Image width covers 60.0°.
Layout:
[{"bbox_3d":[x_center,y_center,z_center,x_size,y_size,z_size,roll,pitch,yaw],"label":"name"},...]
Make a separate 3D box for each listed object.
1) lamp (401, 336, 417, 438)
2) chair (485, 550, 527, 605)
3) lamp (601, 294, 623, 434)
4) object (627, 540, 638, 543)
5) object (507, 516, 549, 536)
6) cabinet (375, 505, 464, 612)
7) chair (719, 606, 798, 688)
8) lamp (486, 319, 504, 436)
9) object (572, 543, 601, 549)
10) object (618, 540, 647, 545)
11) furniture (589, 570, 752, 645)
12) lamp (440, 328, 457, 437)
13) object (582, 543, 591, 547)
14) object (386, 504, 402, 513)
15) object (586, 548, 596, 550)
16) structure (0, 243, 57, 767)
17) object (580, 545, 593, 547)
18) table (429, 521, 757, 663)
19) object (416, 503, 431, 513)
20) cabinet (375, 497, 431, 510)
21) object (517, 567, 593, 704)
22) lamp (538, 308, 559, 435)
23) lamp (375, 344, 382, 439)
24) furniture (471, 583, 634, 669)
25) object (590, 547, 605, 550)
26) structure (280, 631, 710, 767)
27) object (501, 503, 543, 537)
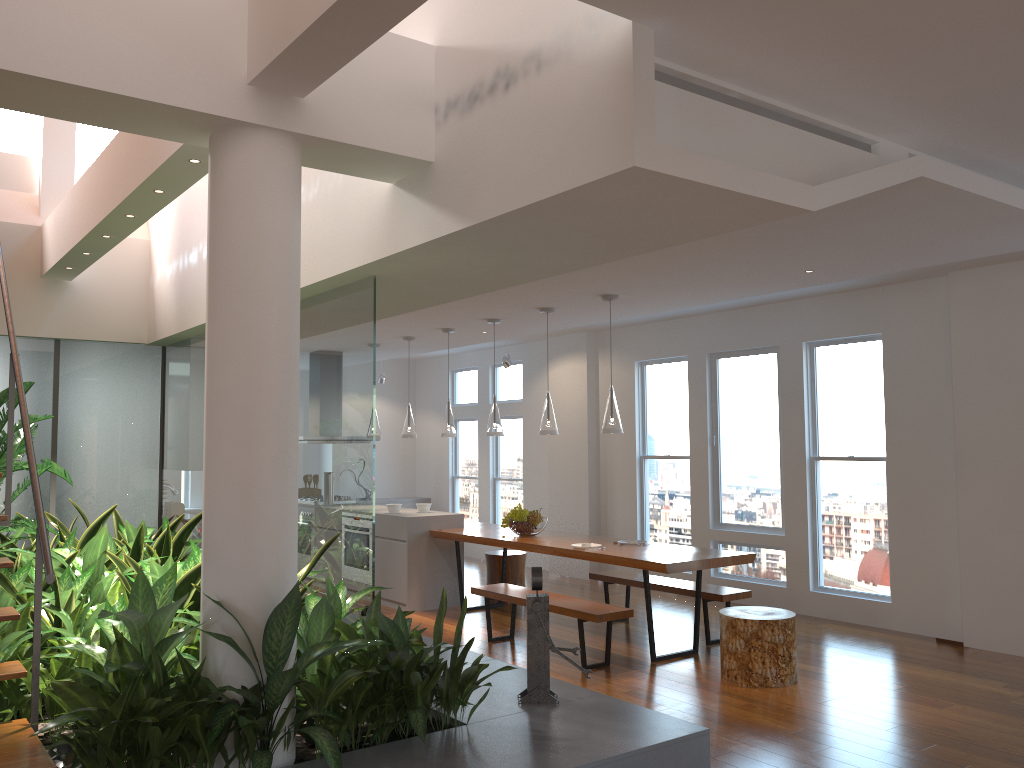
[{"bbox_3d":[-1.007,-0.002,8.678,0.160,1.060,0.160,0,-4,-9],"label":"lamp"},{"bbox_3d":[-0.058,1.817,8.346,0.402,0.455,0.396,-4,-6,43],"label":"chair"},{"bbox_3d":[0.711,-0.177,6.358,0.160,1.060,0.160,0,-4,-9],"label":"lamp"},{"bbox_3d":[0.915,1.200,6.731,0.079,0.030,0.070,-1,-4,7],"label":"object"},{"bbox_3d":[0.127,1.196,7.422,0.360,0.159,0.360,-2,-4,17],"label":"object"},{"bbox_3d":[-1.552,1.690,9.149,0.597,0.832,2.936,3,-5,-36],"label":"cabinet"},{"bbox_3d":[1.533,1.629,5.530,0.460,0.400,0.460,2,-5,-26],"label":"chair"},{"bbox_3d":[-0.148,-0.089,7.518,0.160,1.060,0.160,0,-4,-9],"label":"lamp"},{"bbox_3d":[0.547,1.193,6.519,0.222,0.020,0.222,-1,-4,4],"label":"object"},{"bbox_3d":[0.915,1.206,6.731,0.222,0.020,0.222,4,-6,-44],"label":"object"},{"bbox_3d":[1.200,1.740,6.944,0.316,0.389,1.433,3,-5,-36],"label":"furniture"},{"bbox_3d":[-0.578,-0.046,8.098,0.160,1.060,0.160,0,-4,-9],"label":"lamp"},{"bbox_3d":[0.547,1.187,6.519,0.079,0.030,0.070,-2,-4,17],"label":"object"},{"bbox_3d":[-1.108,1.171,8.326,0.152,0.082,0.152,-1,-4,3],"label":"object"},{"bbox_3d":[0.597,1.194,6.430,0.164,0.006,0.017,2,-5,-31],"label":"object"},{"bbox_3d":[-2.370,-0.467,4.763,2.552,4.265,4.591,3,-5,-36],"label":"structure"},{"bbox_3d":[0.547,1.197,6.519,0.124,0.011,0.124,1,-4,-15],"label":"object"},{"bbox_3d":[-0.453,1.681,8.223,0.893,0.704,5.996,3,-5,-36],"label":"table"},{"bbox_3d":[-0.834,1.173,8.375,0.152,0.082,0.152,-1,-4,14],"label":"object"},{"bbox_3d":[-1.789,1.957,12.259,1.309,0.725,0.420,3,-5,-36],"label":"cabinet"},{"bbox_3d":[0.180,1.066,3.789,0.318,0.565,0.134,0,-4,0],"label":"object"},{"bbox_3d":[0.281,-0.133,6.938,0.160,1.060,0.160,0,-4,-9],"label":"lamp"},{"bbox_3d":[-1.437,0.042,9.258,0.160,1.060,0.160,0,-4,-9],"label":"lamp"},{"bbox_3d":[0.240,1.697,6.236,0.316,0.389,1.433,3,-5,-36],"label":"furniture"},{"bbox_3d":[0.616,1.188,6.403,0.149,0.014,0.044,3,-5,-38],"label":"object"},{"bbox_3d":[-1.792,1.581,4.210,3.088,0.386,5.584,3,-5,-36],"label":"structure"},{"bbox_3d":[0.097,1.134,7.423,0.292,0.284,0.394,-2,-4,18],"label":"object"}]
